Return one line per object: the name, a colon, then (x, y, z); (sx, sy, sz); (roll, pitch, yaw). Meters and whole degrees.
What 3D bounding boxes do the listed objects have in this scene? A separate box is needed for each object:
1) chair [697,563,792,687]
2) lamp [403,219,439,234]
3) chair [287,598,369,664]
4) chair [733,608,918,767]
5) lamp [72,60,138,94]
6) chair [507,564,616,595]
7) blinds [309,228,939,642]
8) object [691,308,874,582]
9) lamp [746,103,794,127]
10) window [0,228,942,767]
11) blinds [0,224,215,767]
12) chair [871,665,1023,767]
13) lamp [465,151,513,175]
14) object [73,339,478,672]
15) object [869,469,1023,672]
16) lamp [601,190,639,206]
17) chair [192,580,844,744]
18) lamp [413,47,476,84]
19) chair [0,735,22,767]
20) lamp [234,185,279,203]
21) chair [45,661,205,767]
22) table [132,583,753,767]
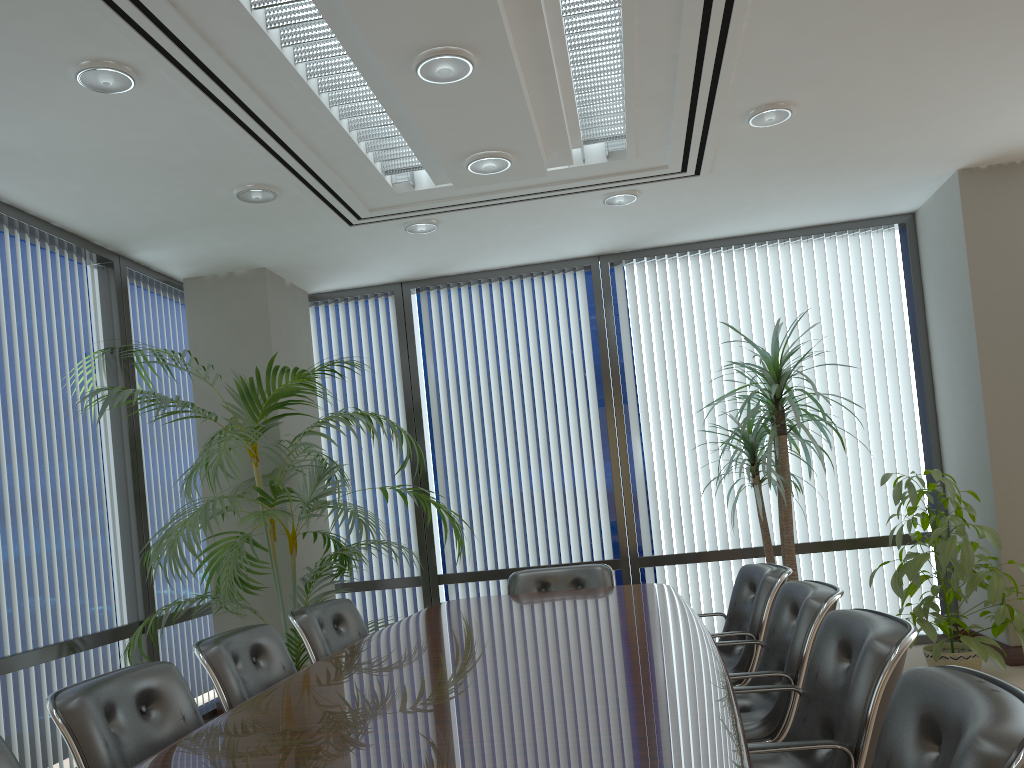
chair: (0.930, 1.325, 4.185); (0.853, 0.855, 0.739); (-6, -4, 3)
lamp: (-0.562, -0.970, 5.471); (0.226, 0.035, 0.226); (-8, -8, 18)
chair: (-0.635, 1.510, 4.430); (0.854, 0.855, 0.762); (-7, -4, 13)
chair: (0.733, 1.124, 2.523); (0.853, 0.855, 0.762); (-6, -4, 8)
lamp: (-1.540, -1.156, 3.343); (0.226, 0.035, 0.225); (-10, -9, 32)
chair: (0.297, 1.503, 5.059); (0.760, 0.855, 0.857); (-6, -5, 8)
blinds: (0.469, 0.596, 6.672); (4.936, 2.899, 0.051); (-6, -2, 8)
object: (1.742, 0.720, 5.685); (1.015, 2.304, 1.039); (-5, -3, -17)
lamp: (1.257, -1.303, 4.297); (0.226, 0.035, 0.225); (-10, -9, 32)
window: (-1.027, 0.606, 5.593); (7.356, 2.898, 3.564); (-1, -7, -37)
blinds: (-2.533, 0.592, 4.432); (0.032, 2.890, 4.924); (-6, -6, 7)
chair: (0.564, 1.026, 1.658); (0.859, 0.855, 0.756); (-7, -4, 12)
lamp: (-0.105, -1.012, 4.067); (0.226, 0.035, 0.225); (-10, -9, 32)
object: (-1.480, 0.888, 5.289); (2.100, 2.468, 2.168); (-8, -5, 28)
object: (2.647, 1.149, 5.248); (0.976, 1.307, 0.863); (-4, -4, -22)
lamp: (0.649, -1.111, 5.299); (0.225, 0.035, 0.227); (-5, -7, -3)
chair: (0.028, 1.320, 3.480); (2.530, 0.855, 0.762); (-7, -4, 8)
lamp: (-0.239, -1.123, 3.132); (0.226, 0.035, 0.225); (-10, -9, 32)
chair: (-0.998, 1.212, 1.910); (0.853, 0.855, 0.763); (-6, -4, 3)
lamp: (-1.351, -0.999, 4.666); (0.226, 0.035, 0.225); (-10, -9, 32)
chair: (-0.917, 1.316, 2.757); (0.853, 0.855, 0.762); (-6, -4, 8)
table: (-0.011, 1.325, 3.085); (1.508, 0.745, 4.095); (-6, -7, 7)
